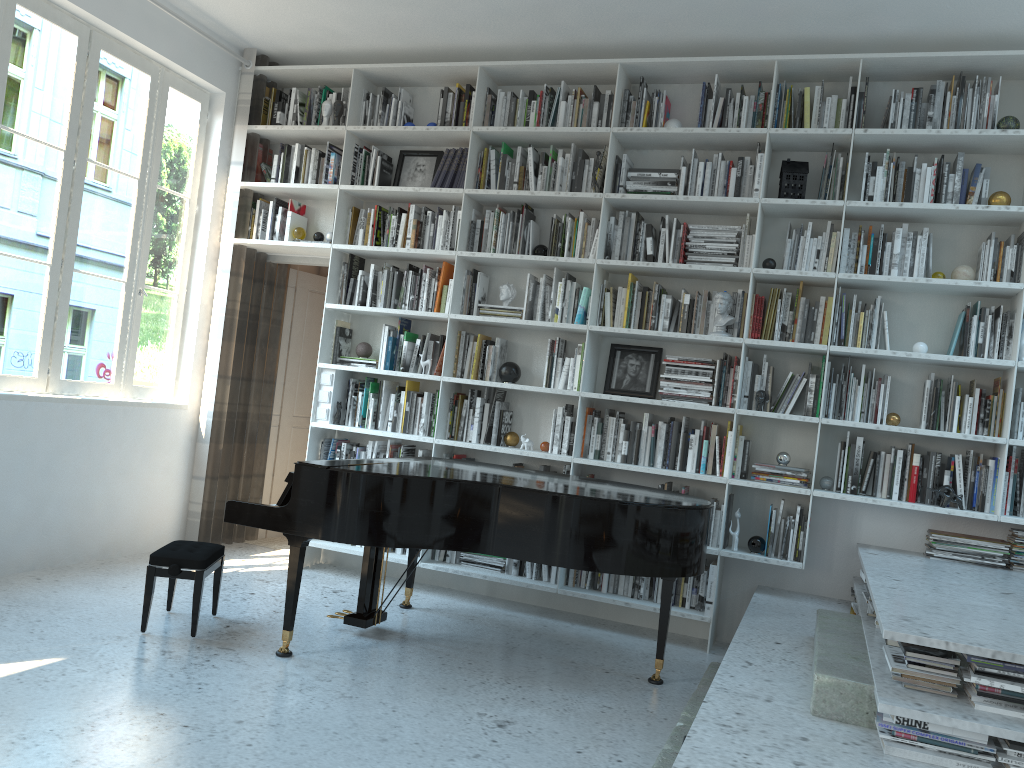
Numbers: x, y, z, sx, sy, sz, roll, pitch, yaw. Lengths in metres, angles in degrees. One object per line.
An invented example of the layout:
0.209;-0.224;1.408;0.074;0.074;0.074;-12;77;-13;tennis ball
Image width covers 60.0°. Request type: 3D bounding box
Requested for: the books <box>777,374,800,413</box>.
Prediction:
1.472;0.056;4.725;0.095;0.226;0.144;6;-1;20;books

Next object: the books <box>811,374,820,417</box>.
1.600;0.067;4.665;0.021;0.226;0.148;7;-1;20;books

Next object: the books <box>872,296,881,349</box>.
1.882;-0.302;4.590;0.013;0.287;0.159;7;-1;20;books

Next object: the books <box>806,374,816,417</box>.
1.573;0.065;4.663;0.029;0.223;0.171;7;-1;20;books

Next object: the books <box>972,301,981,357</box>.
2.313;-0.259;4.443;0.013;0.295;0.154;7;-1;20;books

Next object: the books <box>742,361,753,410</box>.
1.279;0.013;4.796;0.024;0.263;0.154;7;-1;20;books

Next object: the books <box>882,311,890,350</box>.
1.919;-0.258;4.554;0.051;0.210;0.176;7;-1;20;books

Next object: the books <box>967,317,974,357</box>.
2.282;-0.219;4.435;0.006;0.210;0.188;7;-1;20;books

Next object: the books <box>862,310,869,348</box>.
1.831;-0.268;4.606;0.014;0.209;0.156;7;-1;20;books

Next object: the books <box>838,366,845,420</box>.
1.718;0.052;4.626;0.006;0.281;0.155;7;-1;20;books

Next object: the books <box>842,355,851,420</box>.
1.745;0.025;4.636;0.007;0.342;0.149;7;-1;20;books

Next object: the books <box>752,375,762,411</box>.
1.317;0.053;4.755;0.027;0.192;0.182;7;-1;20;books

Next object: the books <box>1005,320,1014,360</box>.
2.444;-0.202;4.386;0.023;0.212;0.164;7;-1;20;books

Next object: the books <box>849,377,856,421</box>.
1.759;0.084;4.593;0.011;0.226;0.188;7;-1;20;books

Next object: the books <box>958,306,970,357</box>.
2.267;-0.248;4.449;0.021;0.264;0.174;7;-1;20;books

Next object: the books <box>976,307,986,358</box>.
2.327;-0.241;4.423;0.018;0.263;0.165;7;-1;20;books

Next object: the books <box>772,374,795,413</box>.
1.447;0.055;4.727;0.088;0.220;0.138;6;-1;20;books

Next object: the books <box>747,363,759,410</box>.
1.302;0.021;4.784;0.028;0.253;0.142;7;-1;20;books

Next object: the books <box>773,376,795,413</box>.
1.450;0.061;4.711;0.089;0.210;0.176;6;-1;20;books

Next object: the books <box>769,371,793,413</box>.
1.433;0.050;4.712;0.095;0.228;0.190;6;-1;20;books

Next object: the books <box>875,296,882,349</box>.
1.907;-0.305;4.626;0.011;0.300;0.088;7;-1;20;books

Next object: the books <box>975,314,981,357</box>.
2.319;-0.225;4.441;0.007;0.230;0.146;7;-1;20;books

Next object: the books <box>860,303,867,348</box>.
1.823;-0.286;4.610;0.008;0.242;0.169;7;-1;20;books

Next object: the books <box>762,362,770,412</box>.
1.360;0.021;4.768;0.012;0.266;0.157;7;-1;20;books

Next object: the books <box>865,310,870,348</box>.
1.838;-0.269;4.595;0.007;0.211;0.158;7;-1;20;books

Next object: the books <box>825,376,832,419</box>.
1.658;0.074;4.649;0.012;0.226;0.147;7;-1;20;books

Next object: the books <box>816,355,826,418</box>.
1.621;0.020;4.658;0.014;0.325;0.183;7;-1;20;books

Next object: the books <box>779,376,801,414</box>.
1.480;0.064;4.717;0.090;0.212;0.143;6;-1;20;books

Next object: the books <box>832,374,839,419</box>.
1.696;0.072;4.649;0.011;0.239;0.136;7;-1;20;books

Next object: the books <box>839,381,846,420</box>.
1.725;0.092;4.629;0.013;0.204;0.154;7;-1;20;books

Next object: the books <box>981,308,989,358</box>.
2.343;-0.238;4.418;0.015;0.259;0.152;7;-1;20;books

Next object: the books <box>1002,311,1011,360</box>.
2.426;-0.225;4.377;0.011;0.252;0.169;7;-1;20;books

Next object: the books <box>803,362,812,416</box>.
1.564;0.033;4.690;0.013;0.286;0.139;7;-1;20;books

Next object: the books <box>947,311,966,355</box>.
2.233;-0.239;4.468;0.056;0.241;0.153;7;-1;20;books

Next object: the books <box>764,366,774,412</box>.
1.381;0.032;4.760;0.035;0.248;0.141;7;-1;20;books

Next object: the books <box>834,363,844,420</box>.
1.708;0.044;4.632;0.018;0.295;0.177;7;-1;20;books

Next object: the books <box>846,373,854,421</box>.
1.753;0.073;4.607;0.013;0.248;0.165;7;-1;20;books

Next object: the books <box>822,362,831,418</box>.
1.654;0.037;4.666;0.014;0.298;0.148;7;-1;20;books

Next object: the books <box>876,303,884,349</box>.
1.903;-0.283;4.590;0.007;0.254;0.161;7;-1;20;books

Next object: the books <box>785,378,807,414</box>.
1.509;0.071;4.703;0.091;0.205;0.169;6;-1;20;books

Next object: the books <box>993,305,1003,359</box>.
2.390;-0.240;4.386;0.012;0.273;0.184;7;-1;20;books

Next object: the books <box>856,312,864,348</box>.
1.799;-0.264;4.589;0.017;0.192;0.191;7;-1;20;books

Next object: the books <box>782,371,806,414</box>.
1.496;0.051;4.710;0.094;0.238;0.149;6;-1;20;books

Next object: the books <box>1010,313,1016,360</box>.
2.459;-0.218;4.371;0.010;0.245;0.158;7;-1;20;books

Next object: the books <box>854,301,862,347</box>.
1.799;-0.295;4.623;0.013;0.256;0.144;7;-1;20;books

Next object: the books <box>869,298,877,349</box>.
1.864;-0.295;4.590;0.006;0.270;0.178;7;-1;20;books

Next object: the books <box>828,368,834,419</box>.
1.667;0.054;4.640;0.010;0.266;0.158;7;-1;20;books

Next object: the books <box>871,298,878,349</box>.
1.872;-0.296;4.594;0.006;0.273;0.167;7;-1;20;books

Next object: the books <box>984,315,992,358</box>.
2.351;-0.219;4.406;0.012;0.224;0.178;7;-1;20;books

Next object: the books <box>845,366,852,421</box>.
1.746;0.054;4.608;0.005;0.283;0.159;7;-1;20;books

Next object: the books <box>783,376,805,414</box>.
1.501;0.065;4.717;0.090;0.215;0.139;6;-1;20;books

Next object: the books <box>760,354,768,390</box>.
1.348;-0.001;4.763;0.013;0.307;0.141;7;-1;20;books

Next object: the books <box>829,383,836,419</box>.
1.678;0.095;4.645;0.015;0.188;0.168;7;-1;20;books

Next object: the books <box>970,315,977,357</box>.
2.291;-0.223;4.432;0.013;0.219;0.187;7;-1;20;books

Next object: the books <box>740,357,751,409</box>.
1.264;0.001;4.802;0.012;0.285;0.159;7;-1;20;books

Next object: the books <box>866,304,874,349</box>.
1.855;-0.283;4.602;0.017;0.243;0.132;7;-1;20;books

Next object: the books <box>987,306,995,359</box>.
2.377;-0.241;4.414;0.032;0.274;0.154;7;-1;20;books

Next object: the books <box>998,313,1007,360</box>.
2.420;-0.221;4.398;0.013;0.244;0.158;7;-1;20;books
